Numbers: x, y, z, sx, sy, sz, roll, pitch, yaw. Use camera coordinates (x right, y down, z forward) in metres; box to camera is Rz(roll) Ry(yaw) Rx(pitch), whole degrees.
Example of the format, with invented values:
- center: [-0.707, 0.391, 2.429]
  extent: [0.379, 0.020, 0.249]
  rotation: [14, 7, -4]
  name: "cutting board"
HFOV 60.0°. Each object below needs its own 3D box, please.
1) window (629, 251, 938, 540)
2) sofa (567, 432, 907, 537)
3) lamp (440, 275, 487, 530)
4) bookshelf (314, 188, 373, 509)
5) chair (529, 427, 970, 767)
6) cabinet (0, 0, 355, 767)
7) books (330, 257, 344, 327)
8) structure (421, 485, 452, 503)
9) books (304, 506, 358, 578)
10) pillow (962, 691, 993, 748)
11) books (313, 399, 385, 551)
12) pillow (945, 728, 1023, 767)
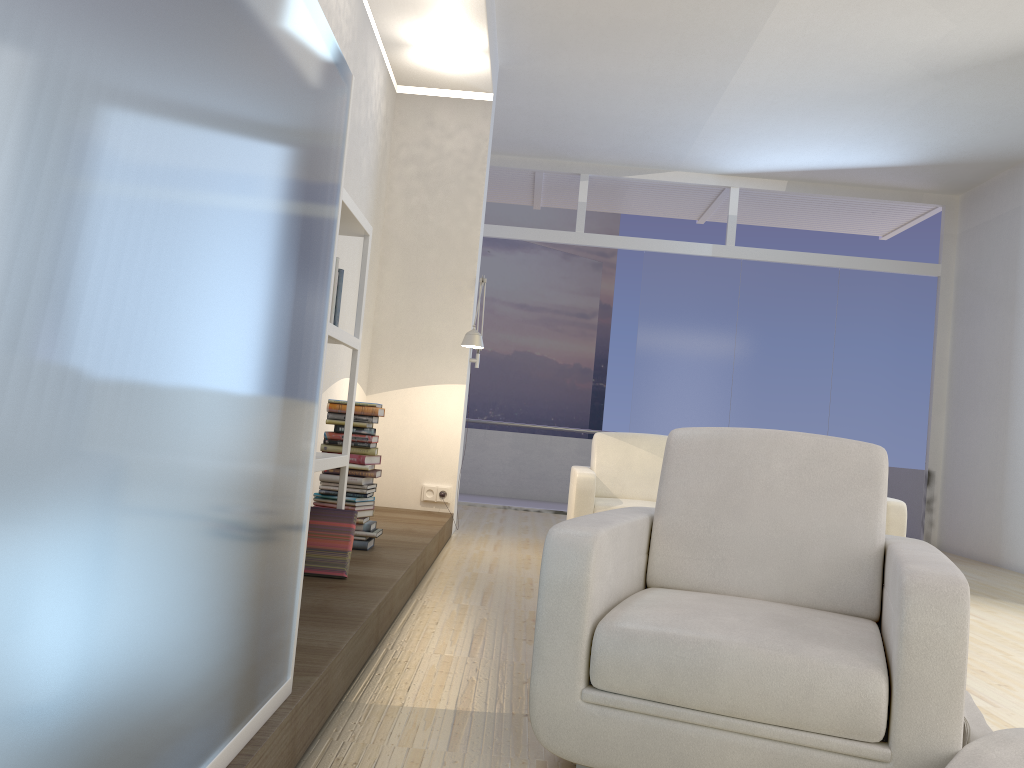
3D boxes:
- center: [2.719, 0.119, 8.969]
  extent: [2.988, 2.706, 0.012]
  rotation: [5, -3, 1]
  name: "window"
- center: [1.492, 0.826, 6.217]
  extent: [2.166, 0.862, 0.941]
  rotation: [5, -3, 1]
  name: "sofa"
- center: [-0.339, 0.117, 6.151]
  extent: [0.204, 1.841, 0.891]
  rotation: [5, -3, -3]
  name: "lamp"
- center: [-0.870, -0.008, 2.785]
  extent: [0.465, 1.396, 1.599]
  rotation: [5, -3, 1]
  name: "bookshelf"
- center: [0.647, 0.524, 2.358]
  extent: [0.919, 0.828, 0.941]
  rotation: [4, -3, 21]
  name: "chair"
- center: [-0.775, -0.086, 1.169]
  extent: [0.689, 1.396, 1.670]
  rotation: [5, -3, 1]
  name: "cabinet"
- center: [-0.768, -0.130, 2.973]
  extent: [0.215, 0.743, 0.831]
  rotation: [5, -3, 1]
  name: "books"
- center: [-0.540, 0.786, 6.338]
  extent: [0.206, 0.114, 0.028]
  rotation: [5, -3, 1]
  name: "structure"
- center: [-0.813, 0.569, 2.965]
  extent: [0.274, 0.281, 1.125]
  rotation: [5, -3, 8]
  name: "books"
- center: [1.103, 0.847, 1.976]
  extent: [0.312, 0.315, 0.615]
  rotation: [4, -3, 28]
  name: "pillow"
- center: [-0.776, 0.434, 4.302]
  extent: [0.329, 0.694, 0.270]
  rotation: [5, -3, 1]
  name: "books"
- center: [1.019, 0.858, 1.695]
  extent: [0.712, 0.287, 0.299]
  rotation: [7, -4, -36]
  name: "pillow"
